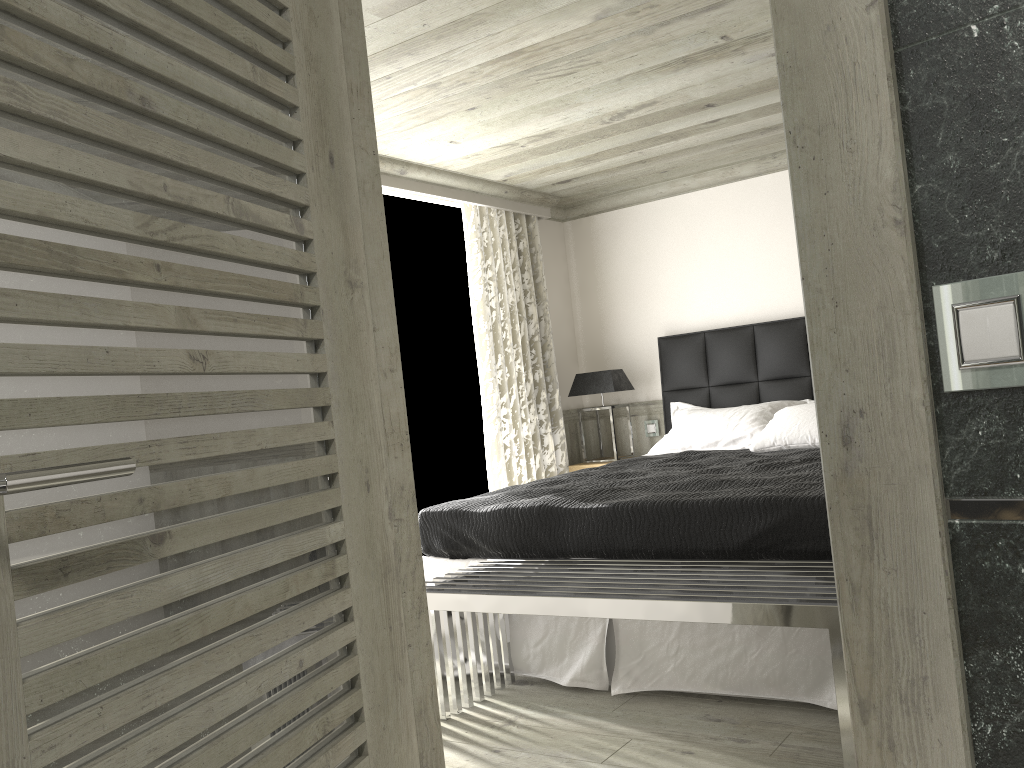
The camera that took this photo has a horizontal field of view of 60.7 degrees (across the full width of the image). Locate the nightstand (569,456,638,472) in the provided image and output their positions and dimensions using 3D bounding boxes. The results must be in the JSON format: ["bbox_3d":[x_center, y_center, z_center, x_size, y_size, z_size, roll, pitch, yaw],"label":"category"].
[{"bbox_3d":[0.790,0.950,6.724,0.441,0.722,0.462,-7,-1,35],"label":"nightstand"}]

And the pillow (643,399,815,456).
[{"bbox_3d":[1.941,0.234,5.808,2.171,0.381,0.684,-7,-1,34],"label":"pillow"}]

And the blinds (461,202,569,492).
[{"bbox_3d":[0.068,-0.052,6.441,0.137,2.804,0.900,-7,-1,38],"label":"blinds"}]

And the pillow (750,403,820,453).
[{"bbox_3d":[1.835,0.259,5.386,0.599,0.273,0.503,-7,-1,38],"label":"pillow"}]

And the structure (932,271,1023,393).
[{"bbox_3d":[0.551,-0.059,1.008,0.114,0.128,0.018,-7,-1,44],"label":"structure"}]

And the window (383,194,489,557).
[{"bbox_3d":[-0.902,0.021,5.424,0.001,2.884,3.632,-7,-1,36],"label":"window"}]

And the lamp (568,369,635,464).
[{"bbox_3d":[0.710,0.247,6.745,0.402,0.692,0.317,-7,-1,34],"label":"lamp"}]

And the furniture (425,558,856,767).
[{"bbox_3d":[0.467,0.995,3.239,1.717,0.559,0.628,-7,-1,33],"label":"furniture"}]

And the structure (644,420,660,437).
[{"bbox_3d":[1.102,0.350,6.891,0.115,0.128,0.018,-7,-1,33],"label":"structure"}]

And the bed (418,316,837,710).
[{"bbox_3d":[1.239,0.403,4.875,2.318,1.623,3.253,-7,-1,35],"label":"bed"}]

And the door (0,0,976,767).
[{"bbox_3d":[-0.274,0.050,1.259,1.387,2.515,1.128,-7,-1,45],"label":"door"}]
